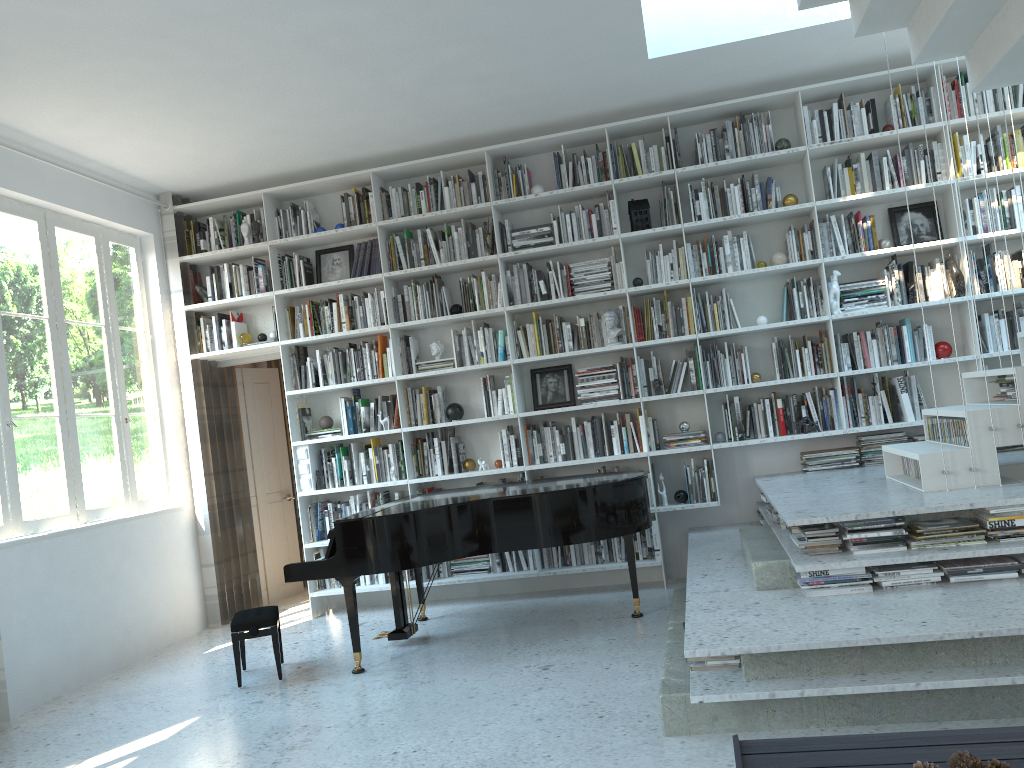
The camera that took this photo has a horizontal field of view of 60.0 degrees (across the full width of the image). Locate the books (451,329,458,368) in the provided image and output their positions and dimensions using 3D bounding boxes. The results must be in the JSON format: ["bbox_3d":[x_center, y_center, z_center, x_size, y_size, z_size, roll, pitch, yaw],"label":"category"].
[{"bbox_3d":[-0.395,-0.245,6.359,0.012,0.285,0.159,-8,-2,11],"label":"books"}]

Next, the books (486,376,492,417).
[{"bbox_3d":[-0.146,0.089,6.320,0.011,0.291,0.156,-8,-2,11],"label":"books"}]

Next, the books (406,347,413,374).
[{"bbox_3d":[-0.721,-0.162,6.442,0.034,0.209,0.136,-8,-2,11],"label":"books"}]

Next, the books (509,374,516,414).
[{"bbox_3d":[0.019,0.072,6.266,0.011,0.279,0.187,-8,-2,11],"label":"books"}]

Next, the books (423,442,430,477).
[{"bbox_3d":[-0.598,0.541,6.397,0.042,0.248,0.162,-8,-2,11],"label":"books"}]

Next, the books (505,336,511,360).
[{"bbox_3d":[-0.013,-0.244,6.295,0.027,0.181,0.142,-8,-2,11],"label":"books"}]

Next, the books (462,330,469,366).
[{"bbox_3d":[-0.314,-0.247,6.350,0.022,0.267,0.151,-8,-2,11],"label":"books"}]

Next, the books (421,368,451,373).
[{"bbox_3d":[-0.527,-0.089,6.396,0.285,0.012,0.159,-8,-3,9],"label":"books"}]

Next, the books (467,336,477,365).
[{"bbox_3d":[-0.264,-0.232,6.345,0.048,0.224,0.149,-8,-2,11],"label":"books"}]

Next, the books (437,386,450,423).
[{"bbox_3d":[-0.491,0.149,6.391,0.028,0.266,0.144,-8,-2,11],"label":"books"}]

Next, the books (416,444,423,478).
[{"bbox_3d":[-0.644,0.551,6.406,0.030,0.239,0.157,-8,-2,11],"label":"books"}]

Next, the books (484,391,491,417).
[{"bbox_3d":[-0.159,0.144,6.311,0.025,0.186,0.154,-8,-2,11],"label":"books"}]

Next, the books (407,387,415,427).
[{"bbox_3d":[-0.708,0.168,6.427,0.025,0.284,0.145,-8,-2,11],"label":"books"}]

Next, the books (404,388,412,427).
[{"bbox_3d":[-0.736,0.172,6.442,0.012,0.285,0.159,-8,-2,11],"label":"books"}]

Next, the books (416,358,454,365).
[{"bbox_3d":[-0.537,-0.162,6.394,0.285,0.012,0.159,-8,-3,7],"label":"books"}]

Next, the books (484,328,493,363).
[{"bbox_3d":[-0.151,-0.265,6.308,0.023,0.259,0.170,-8,-2,11],"label":"books"}]

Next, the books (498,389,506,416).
[{"bbox_3d":[-0.068,0.130,6.292,0.057,0.188,0.156,-8,-2,11],"label":"books"}]

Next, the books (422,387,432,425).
[{"bbox_3d":[-0.602,0.158,6.385,0.026,0.274,0.190,-8,-2,11],"label":"books"}]

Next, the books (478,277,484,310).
[{"bbox_3d":[-0.202,-0.627,6.329,0.017,0.253,0.139,-8,-2,11],"label":"books"}]

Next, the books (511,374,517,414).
[{"bbox_3d":[0.035,0.069,6.265,0.021,0.281,0.162,-8,-2,11],"label":"books"}]

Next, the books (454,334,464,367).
[{"bbox_3d":[-0.364,-0.230,6.347,0.030,0.247,0.174,-8,-2,11],"label":"books"}]

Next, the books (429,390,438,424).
[{"bbox_3d":[-0.553,0.167,6.413,0.028,0.247,0.142,-8,-2,11],"label":"books"}]

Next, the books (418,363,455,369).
[{"bbox_3d":[-0.533,-0.126,6.391,0.254,0.012,0.161,-7,-3,6],"label":"books"}]

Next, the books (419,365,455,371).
[{"bbox_3d":[-0.531,-0.113,6.393,0.254,0.012,0.161,-8,-3,7],"label":"books"}]

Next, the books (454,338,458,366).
[{"bbox_3d":[-0.378,-0.220,6.368,0.010,0.232,0.154,-8,-2,11],"label":"books"}]

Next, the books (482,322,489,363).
[{"bbox_3d":[-0.170,-0.283,6.311,0.011,0.300,0.178,-8,-2,11],"label":"books"}]

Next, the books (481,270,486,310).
[{"bbox_3d":[-0.184,-0.655,6.322,0.006,0.303,0.165,-8,-2,11],"label":"books"}]

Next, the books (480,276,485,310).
[{"bbox_3d":[-0.188,-0.629,6.320,0.006,0.253,0.180,-8,-2,11],"label":"books"}]

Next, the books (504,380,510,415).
[{"bbox_3d":[-0.016,0.095,6.275,0.012,0.244,0.171,-8,-2,11],"label":"books"}]

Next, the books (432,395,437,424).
[{"bbox_3d":[-0.536,0.183,6.388,0.011,0.208,0.180,-8,-2,11],"label":"books"}]

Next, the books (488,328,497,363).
[{"bbox_3d":[-0.124,-0.266,6.323,0.022,0.256,0.152,-8,-2,11],"label":"books"}]

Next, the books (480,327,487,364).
[{"bbox_3d":[-0.181,-0.265,6.305,0.012,0.265,0.193,-8,-2,11],"label":"books"}]

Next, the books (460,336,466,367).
[{"bbox_3d":[-0.330,-0.223,6.369,0.024,0.227,0.137,-8,-2,11],"label":"books"}]

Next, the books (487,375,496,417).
[{"bbox_3d":[-0.136,0.084,6.315,0.012,0.298,0.166,-8,-2,11],"label":"books"}]

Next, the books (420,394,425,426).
[{"bbox_3d":[-0.620,0.185,6.410,0.025,0.228,0.153,-8,-2,11],"label":"books"}]

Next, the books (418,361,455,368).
[{"bbox_3d":[-0.534,-0.138,6.395,0.254,0.012,0.161,-8,-3,8],"label":"books"}]

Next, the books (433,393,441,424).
[{"bbox_3d":[-0.518,0.177,6.381,0.028,0.216,0.175,-8,-2,11],"label":"books"}]

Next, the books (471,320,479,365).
[{"bbox_3d":[-0.244,-0.288,6.332,0.010,0.329,0.173,-8,-2,11],"label":"books"}]

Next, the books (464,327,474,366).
[{"bbox_3d":[-0.300,-0.258,6.336,0.012,0.286,0.167,-8,-2,11],"label":"books"}]

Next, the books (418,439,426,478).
[{"bbox_3d":[-0.627,0.532,6.395,0.012,0.272,0.181,-8,-2,11],"label":"books"}]

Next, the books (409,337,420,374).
[{"bbox_3d":[-0.700,-0.200,6.432,0.021,0.277,0.136,-8,-2,11],"label":"books"}]

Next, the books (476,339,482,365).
[{"bbox_3d":[-0.215,-0.220,6.341,0.025,0.189,0.140,-8,-2,11],"label":"books"}]

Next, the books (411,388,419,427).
[{"bbox_3d":[-0.682,0.170,6.427,0.026,0.275,0.154,-8,-2,11],"label":"books"}]

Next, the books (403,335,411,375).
[{"bbox_3d":[-0.746,-0.203,6.459,0.011,0.298,0.135,-8,-2,11],"label":"books"}]

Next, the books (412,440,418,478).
[{"bbox_3d":[-0.677,0.538,6.426,0.013,0.275,0.147,-8,-2,11],"label":"books"}]

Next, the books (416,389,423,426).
[{"bbox_3d":[-0.653,0.171,6.413,0.036,0.263,0.166,-8,-2,11],"label":"books"}]

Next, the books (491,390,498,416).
[{"bbox_3d":[-0.107,0.139,6.315,0.030,0.182,0.154,-8,-2,11],"label":"books"}]

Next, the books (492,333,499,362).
[{"bbox_3d":[-0.099,-0.251,6.318,0.026,0.219,0.150,-8,-2,11],"label":"books"}]

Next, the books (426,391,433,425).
[{"bbox_3d":[-0.576,0.171,6.401,0.014,0.243,0.153,-8,-2,11],"label":"books"}]

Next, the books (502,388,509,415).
[{"bbox_3d":[-0.028,0.125,6.289,0.024,0.188,0.172,-8,-2,11],"label":"books"}]

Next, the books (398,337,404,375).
[{"bbox_3d":[-0.782,-0.192,6.454,0.012,0.285,0.159,-8,-2,11],"label":"books"}]

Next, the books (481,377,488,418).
[{"bbox_3d":[-0.183,0.097,6.321,0.012,0.285,0.159,-8,-2,11],"label":"books"}]

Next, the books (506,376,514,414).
[{"bbox_3d":[0.003,0.080,6.279,0.027,0.269,0.178,-8,-2,11],"label":"books"}]

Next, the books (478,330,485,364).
[{"bbox_3d":[-0.197,-0.253,6.318,0.028,0.247,0.170,-8,-2,11],"label":"books"}]

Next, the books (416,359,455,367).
[{"bbox_3d":[-0.535,-0.150,6.398,0.285,0.012,0.159,-8,-3,13],"label":"books"}]

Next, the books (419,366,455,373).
[{"bbox_3d":[-0.528,-0.101,6.401,0.254,0.012,0.161,-8,-3,11],"label":"books"}]

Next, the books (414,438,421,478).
[{"bbox_3d":[-0.667,0.532,6.414,0.013,0.283,0.146,-8,-2,11],"label":"books"}]

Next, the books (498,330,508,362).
[{"bbox_3d":[-0.062,-0.261,6.287,0.060,0.227,0.179,-8,-2,11],"label":"books"}]

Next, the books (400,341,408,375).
[{"bbox_3d":[-0.764,-0.181,6.444,0.024,0.257,0.134,-8,-2,11],"label":"books"}]
